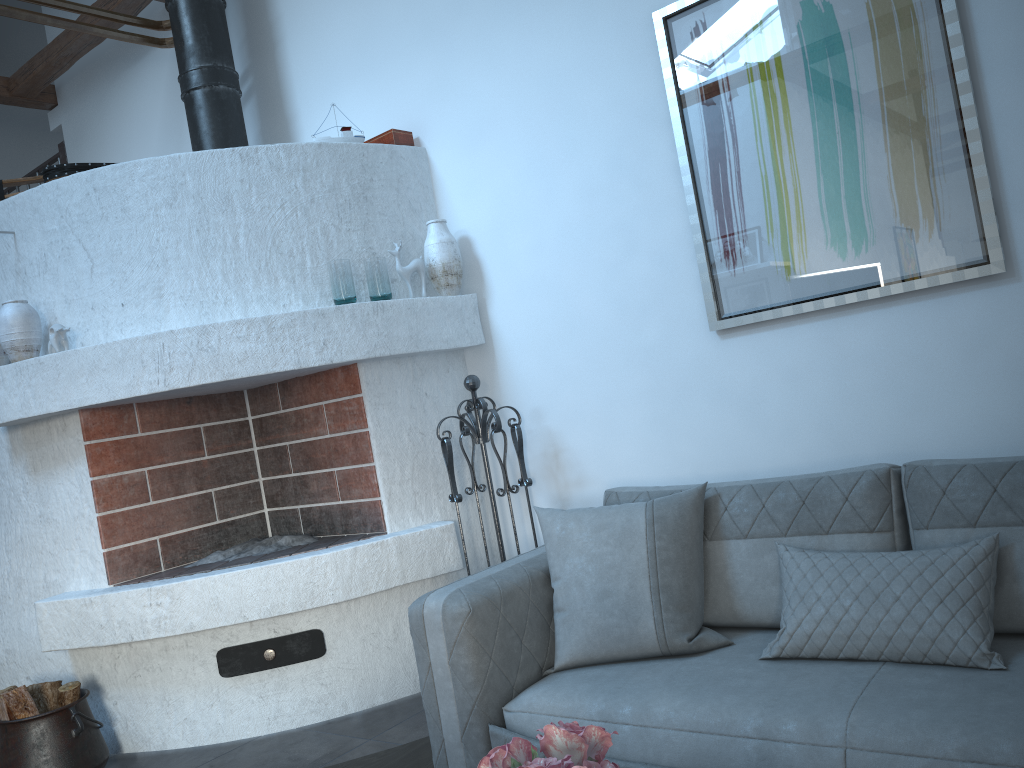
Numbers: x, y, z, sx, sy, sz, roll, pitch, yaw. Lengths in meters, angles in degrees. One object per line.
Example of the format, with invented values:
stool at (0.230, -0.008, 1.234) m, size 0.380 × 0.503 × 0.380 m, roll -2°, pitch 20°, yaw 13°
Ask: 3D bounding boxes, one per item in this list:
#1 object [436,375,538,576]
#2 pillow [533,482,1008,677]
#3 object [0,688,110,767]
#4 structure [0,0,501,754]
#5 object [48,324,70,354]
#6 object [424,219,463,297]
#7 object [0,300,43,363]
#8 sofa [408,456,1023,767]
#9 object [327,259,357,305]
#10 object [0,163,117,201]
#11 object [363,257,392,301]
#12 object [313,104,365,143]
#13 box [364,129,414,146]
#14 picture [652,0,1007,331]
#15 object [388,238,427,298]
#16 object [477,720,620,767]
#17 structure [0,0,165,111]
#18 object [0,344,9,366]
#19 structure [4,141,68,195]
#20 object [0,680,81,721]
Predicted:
object at (-0.058, 0.575, 3.578) m, size 0.376 × 1.245 × 0.376 m, roll -10°, pitch -1°, yaw 19°
pillow at (0.903, 0.439, 2.133) m, size 2.075 × 0.515 × 0.444 m, roll -11°, pitch -1°, yaw 39°
object at (-1.712, 1.339, 3.280) m, size 0.384 × 0.313 × 0.384 m, roll -10°, pitch -1°, yaw -25°
structure at (-1.513, -0.895, 4.815) m, size 3.049 × 4.752 × 3.058 m, roll -9°, pitch -1°, yaw -43°
object at (-1.772, -0.179, 3.466) m, size 0.161 × 0.114 × 0.064 m, roll -11°, pitch -1°, yaw 41°
object at (-0.299, -0.530, 3.870) m, size 0.165 × 0.368 × 0.165 m, roll -10°, pitch -1°, yaw 11°
object at (-1.953, -0.193, 3.525) m, size 0.158 × 0.274 × 0.158 m, roll -10°, pitch -1°, yaw -12°
sofa at (0.979, 0.606, 2.219) m, size 2.458 × 0.770 × 1.107 m, roll -11°, pitch -1°, yaw 39°
object at (-0.684, -0.405, 3.574) m, size 0.092 × 0.180 × 0.092 m, roll -10°, pitch -1°, yaw -23°
object at (-1.803, -0.879, 3.729) m, size 0.783 × 0.094 × 0.311 m, roll -11°, pitch -1°, yaw 24°
object at (-0.553, -0.427, 3.667) m, size 0.092 × 0.180 × 0.092 m, roll -10°, pitch -1°, yaw -28°
object at (-0.768, -1.129, 3.897) m, size 0.231 × 0.221 × 0.066 m, roll -10°, pitch -1°, yaw -21°
box at (-0.575, -1.087, 4.062) m, size 0.229 × 0.078 × 0.127 m, roll -11°, pitch -1°, yaw 39°
picture at (0.994, -0.846, 2.945) m, size 0.965 × 1.185 × 0.025 m, roll -11°, pitch -1°, yaw 39°
object at (-0.438, -0.484, 3.754) m, size 0.150 × 0.258 × 0.081 m, roll -10°, pitch -1°, yaw -18°
object at (0.060, 0.461, 0.734) m, size 0.234 × 0.351 × 0.235 m, roll -10°, pitch -1°, yaw -1°
structure at (-4.975, -1.785, 0.870) m, size 10.230 × 3.562 × 15.910 m, roll -11°, pitch -1°, yaw 44°
object at (-2.177, -0.170, 3.660) m, size 0.203 × 0.314 × 0.203 m, roll -10°, pitch -1°, yaw 22°
structure at (-3.493, 0.201, 6.061) m, size 1.897 × 3.267 × 0.781 m, roll -11°, pitch -1°, yaw 39°
object at (-1.748, 1.261, 3.275) m, size 0.240 × 0.370 × 0.270 m, roll -11°, pitch -1°, yaw 38°
